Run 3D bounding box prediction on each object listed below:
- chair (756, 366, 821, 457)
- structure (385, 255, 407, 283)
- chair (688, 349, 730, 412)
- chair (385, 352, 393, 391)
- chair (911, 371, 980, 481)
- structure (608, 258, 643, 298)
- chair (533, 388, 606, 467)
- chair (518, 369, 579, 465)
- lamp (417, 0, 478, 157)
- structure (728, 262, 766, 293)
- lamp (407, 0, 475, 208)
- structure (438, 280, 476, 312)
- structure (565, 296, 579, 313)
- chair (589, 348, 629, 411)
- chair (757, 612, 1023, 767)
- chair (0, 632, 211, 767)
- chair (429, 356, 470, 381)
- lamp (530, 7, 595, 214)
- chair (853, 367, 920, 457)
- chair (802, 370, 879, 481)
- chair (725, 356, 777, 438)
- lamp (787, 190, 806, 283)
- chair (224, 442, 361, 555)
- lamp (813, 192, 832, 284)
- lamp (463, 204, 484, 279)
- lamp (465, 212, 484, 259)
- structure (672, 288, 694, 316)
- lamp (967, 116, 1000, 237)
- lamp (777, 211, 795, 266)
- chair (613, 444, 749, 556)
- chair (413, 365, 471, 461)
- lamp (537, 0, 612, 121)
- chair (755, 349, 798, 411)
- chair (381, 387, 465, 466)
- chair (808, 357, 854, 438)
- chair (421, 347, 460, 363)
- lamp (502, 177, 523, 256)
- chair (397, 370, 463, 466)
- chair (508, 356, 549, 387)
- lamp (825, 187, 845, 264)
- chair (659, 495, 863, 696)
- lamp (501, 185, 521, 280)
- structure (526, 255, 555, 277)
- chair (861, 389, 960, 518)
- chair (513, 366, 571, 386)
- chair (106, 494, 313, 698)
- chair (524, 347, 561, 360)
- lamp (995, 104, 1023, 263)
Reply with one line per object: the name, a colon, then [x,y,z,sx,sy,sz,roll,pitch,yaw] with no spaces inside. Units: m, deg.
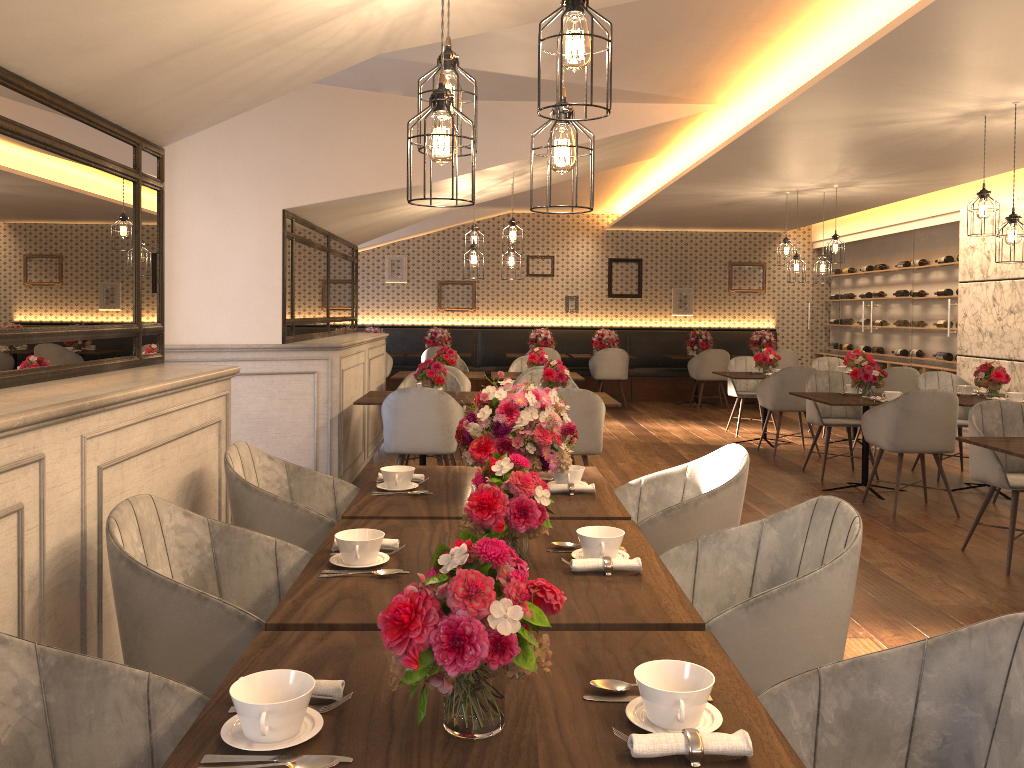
chair: [2.707,0.243,8.607,0.565,0.871,0.527,0,2,-2]
structure: [-1.813,-1.805,13.885,0.340,0.439,0.035,0,1,-2]
chair: [2.790,-0.069,12.458,0.565,0.871,0.527,0,2,-2]
chair: [-1.959,-0.104,12.328,0.565,0.871,0.527,0,2,-2]
chair: [3.712,0.344,7.485,0.565,0.871,0.527,0,2,-2]
structure: [1.788,-1.671,13.993,0.544,0.631,0.035,0,1,-2]
chair: [0.356,0.440,5.917,0.565,0.871,0.527,0,2,-2]
chair: [0.288,0.331,7.244,0.565,0.871,0.527,0,2,-2]
lamp: [-0.182,-1.724,2.612,0.175,2.068,0.175,1,1,0]
structure: [3.733,-1.688,14.038,0.601,0.485,0.032,0,1,-2]
lamp: [-0.175,-1.504,2.288,0.175,2.068,0.175,1,1,0]
structure: [-0.867,-1.381,13.920,0.601,0.485,0.032,0,1,-2]
structure: [0.949,-1.257,13.981,0.216,0.277,0.018,0,1,-2]
chair: [1.375,-0.080,12.419,0.565,0.871,0.527,0,2,-2]
chair: [0.629,0.813,1.372,0.526,0.871,0.566,0,2,-2]
chair: [-0.698,0.804,1.318,0.526,0.871,0.566,0,2,-2]
chair: [-0.734,0.135,9.540,0.565,0.871,0.527,0,2,-2]
lamp: [0.147,-1.512,2.423,0.175,2.068,0.175,1,1,0]
chair: [3.665,0.250,8.633,0.565,0.871,0.527,0,2,-2]
chair: [2.753,0.337,7.458,0.565,0.871,0.527,0,2,-2]
chair: [2.686,0.135,9.935,0.565,0.871,0.527,0,2,-2]
lamp: [2.964,-2.085,9.178,0.175,2.068,0.175,1,1,0]
chair: [-0.749,0.651,3.195,0.526,0.871,0.566,0,2,-2]
lamp: [3.286,-2.093,9.313,0.175,2.068,0.175,1,1,0]
lamp: [-0.318,-1.933,7.537,0.175,2.068,0.175,1,1,0]
lamp: [-0.325,-2.153,7.861,0.175,2.068,0.175,1,1,0]
structure: [2.704,-1.301,14.020,0.340,0.439,0.035,0,1,-2]
lamp: [3.060,-1.995,5.712,0.175,2.068,0.175,1,1,0]
lamp: [2.957,-2.305,9.502,0.175,2.068,0.175,1,1,0]
chair: [0.578,0.659,3.249,0.526,0.871,0.566,0,2,-2]
chair: [-0.667,0.243,8.213,0.565,0.871,0.527,0,2,-2]
lamp: [0.157,-1.679,2.091,0.175,2.068,0.175,1,1,0]
chair: [3.749,-0.063,12.484,0.565,0.871,0.527,0,2,-2]
chair: [-0.603,0.433,5.891,0.565,0.871,0.527,0,2,-2]
chair: [3.644,0.142,9.961,0.565,0.871,0.527,0,2,-2]
chair: [-1.000,-0.097,12.354,0.565,0.871,0.527,0,2,-2]
lamp: [0.014,-2.107,7.339,0.175,2.068,0.175,1,1,0]
chair: [-0.671,0.324,7.217,0.565,0.871,0.527,0,2,-2]
chair: [0.225,0.142,9.566,0.565,0.871,0.527,0,2,-2]
lamp: [3.297,-2.259,8.981,0.175,2.068,0.175,1,1,0]
chair: [0.603,0.736,2.311,0.526,0.871,0.566,0,2,-2]
lamp: [0.003,-1.941,7.672,0.175,2.068,0.175,1,1,0]
structure: [0.449,-1.857,13.955,0.449,0.344,0.016,0,1,-2]
chair: [2.774,0.445,6.131,0.565,0.871,0.527,0,2,-2]
chair: [0.292,0.250,8.240,0.565,0.871,0.527,0,2,-2]
chair: [-0.724,0.728,2.257,0.526,0.871,0.566,0,2,-2]
chair: [0.416,-0.087,12.393,0.565,0.871,0.527,0,2,-2]
lamp: [3.067,-1.775,5.388,0.175,2.068,0.175,1,1,0]
